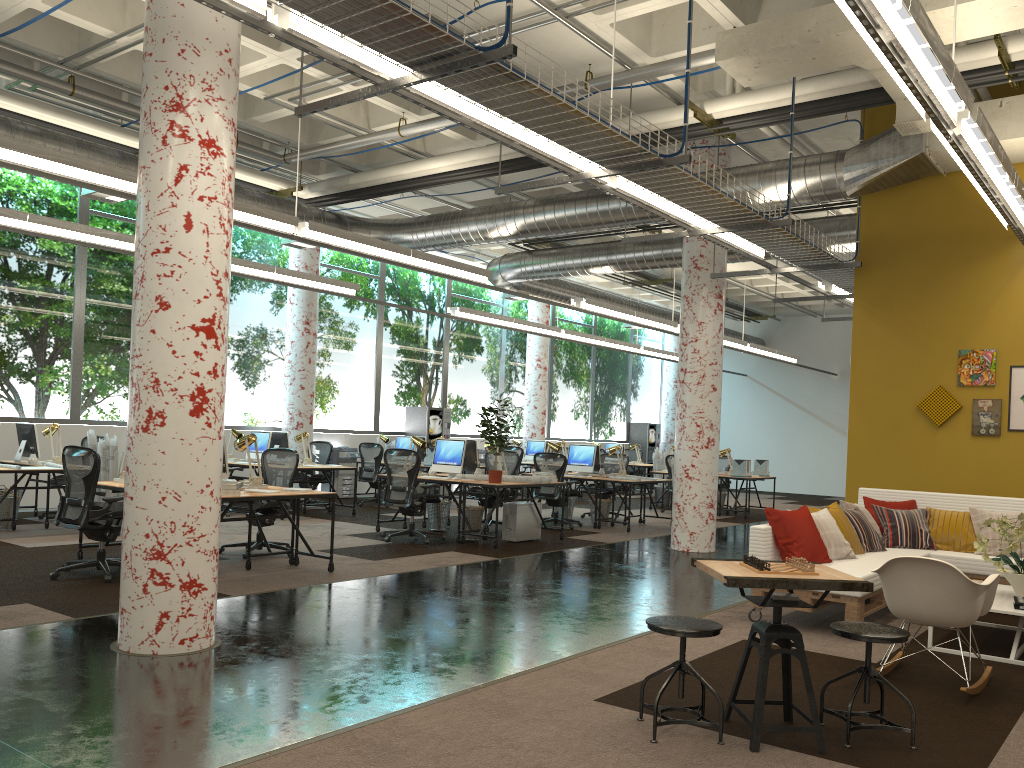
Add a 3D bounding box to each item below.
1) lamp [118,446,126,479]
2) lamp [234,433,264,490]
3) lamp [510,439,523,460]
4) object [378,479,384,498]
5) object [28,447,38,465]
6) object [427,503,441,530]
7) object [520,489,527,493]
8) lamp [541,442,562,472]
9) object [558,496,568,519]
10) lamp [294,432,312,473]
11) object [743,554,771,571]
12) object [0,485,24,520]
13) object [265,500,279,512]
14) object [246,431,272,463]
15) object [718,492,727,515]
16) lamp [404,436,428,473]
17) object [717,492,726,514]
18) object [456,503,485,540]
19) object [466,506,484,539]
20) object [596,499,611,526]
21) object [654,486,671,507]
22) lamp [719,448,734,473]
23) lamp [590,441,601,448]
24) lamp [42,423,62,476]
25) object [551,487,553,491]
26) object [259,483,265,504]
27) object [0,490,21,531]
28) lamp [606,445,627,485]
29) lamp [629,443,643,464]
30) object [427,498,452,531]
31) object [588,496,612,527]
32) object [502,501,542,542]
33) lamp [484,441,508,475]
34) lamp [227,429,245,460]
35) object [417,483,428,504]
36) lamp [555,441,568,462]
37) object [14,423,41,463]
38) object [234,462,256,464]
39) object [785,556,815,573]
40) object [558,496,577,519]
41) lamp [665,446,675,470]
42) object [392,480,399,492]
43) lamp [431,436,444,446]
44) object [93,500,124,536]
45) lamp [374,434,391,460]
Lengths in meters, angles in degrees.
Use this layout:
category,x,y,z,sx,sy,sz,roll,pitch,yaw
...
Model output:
category,x,y,z,sx,sy,sz,roll,pitch,yaw
lamp,-3.541,0.719,8.257,0.219,0.610,0.527,3,-1,-33
lamp,-2.417,0.763,8.211,0.219,0.610,0.527,3,-1,-33
lamp,0.007,1.490,19.243,0.219,0.610,0.527,3,-1,-33
object,-2.398,2.001,16.981,0.353,0.398,0.353,3,-2,-34
object,-5.718,0.857,10.572,0.101,0.209,0.101,2,-1,-8
object,-1.026,1.718,11.666,0.235,0.403,0.120,2,-1,38
object,0.257,2.244,19.613,0.235,0.403,0.120,2,-1,38
lamp,0.564,1.206,13.837,0.209,0.610,0.527,3,-1,-33
object,0.809,1.960,14.204,0.235,0.403,0.120,2,-1,38
lamp,-3.161,1.034,13.526,0.209,0.610,0.527,3,-1,-33
object,1.114,0.806,4.037,0.056,0.053,0.250,2,-3,-2
object,-6.261,1.470,10.987,0.358,0.435,0.354,1,-2,34
object,-3.518,1.704,13.094,0.358,0.435,0.354,1,-2,34
object,-3.772,0.952,13.262,0.483,0.485,0.190,1,-1,37
object,3.801,2.199,16.467,0.358,0.435,0.354,1,-2,34
lamp,-1.276,0.964,11.296,0.219,0.610,0.527,3,-1,-33
object,3.852,2.218,16.527,0.235,0.403,0.120,2,-1,38
object,-0.513,1.677,10.816,0.358,0.435,0.354,1,-2,34
object,-0.462,1.696,10.875,0.235,0.403,0.120,2,-1,38
object,1.373,1.939,13.414,0.235,0.403,0.120,2,-1,38
object,3.037,2.277,17.863,0.353,0.398,0.353,3,-2,-8
lamp,4.162,1.530,16.902,0.219,0.610,0.527,3,-1,-33
lamp,1.967,1.719,21.832,0.219,0.610,0.527,3,-1,-33
lamp,-5.444,0.768,10.509,0.209,0.610,0.527,3,-1,-33
object,0.821,2.223,18.822,0.235,0.403,0.120,2,-1,38
object,-3.979,1.736,14.004,0.358,0.435,0.354,1,-2,34
object,-5.801,1.437,10.077,0.358,0.435,0.354,1,-2,34
lamp,1.679,1.250,13.786,0.209,0.610,0.527,3,-1,-33
lamp,3.090,1.763,21.787,0.219,0.610,0.527,3,-1,-33
object,-0.974,1.710,11.726,0.358,0.435,0.354,1,-2,34
object,1.322,1.920,13.354,0.358,0.435,0.354,1,-2,34
object,0.131,1.711,11.059,0.221,0.454,0.542,2,-2,37
lamp,-0.156,1.008,11.248,0.209,0.610,0.527,3,-1,-33
lamp,-4.281,0.990,13.574,0.219,0.610,0.527,3,-1,-33
object,-1.583,1.943,15.644,0.235,0.403,0.120,2,-1,38
lamp,1.131,1.535,19.197,0.219,0.610,0.527,3,-1,-33
object,-5.945,0.723,10.824,0.483,0.485,0.190,1,-1,37
object,-3.937,1.169,13.099,0.438,0.017,0.119,0,-4,37
object,1.316,0.815,4.046,0.056,0.053,0.251,2,-3,-2
object,0.862,1.952,14.264,0.358,0.435,0.354,1,-2,34
lamp,3.038,1.486,16.947,0.219,0.610,0.527,3,-1,-33
object,-2.147,1.964,16.435,0.235,0.403,0.120,2,-1,38
lamp,-1.273,1.254,16.019,0.219,0.610,0.527,3,-1,-33
object,-4.542,1.512,9.951,0.353,0.398,0.353,3,-2,-8
lamp,-2.392,1.210,16.068,0.209,0.610,0.527,3,-1,-33
